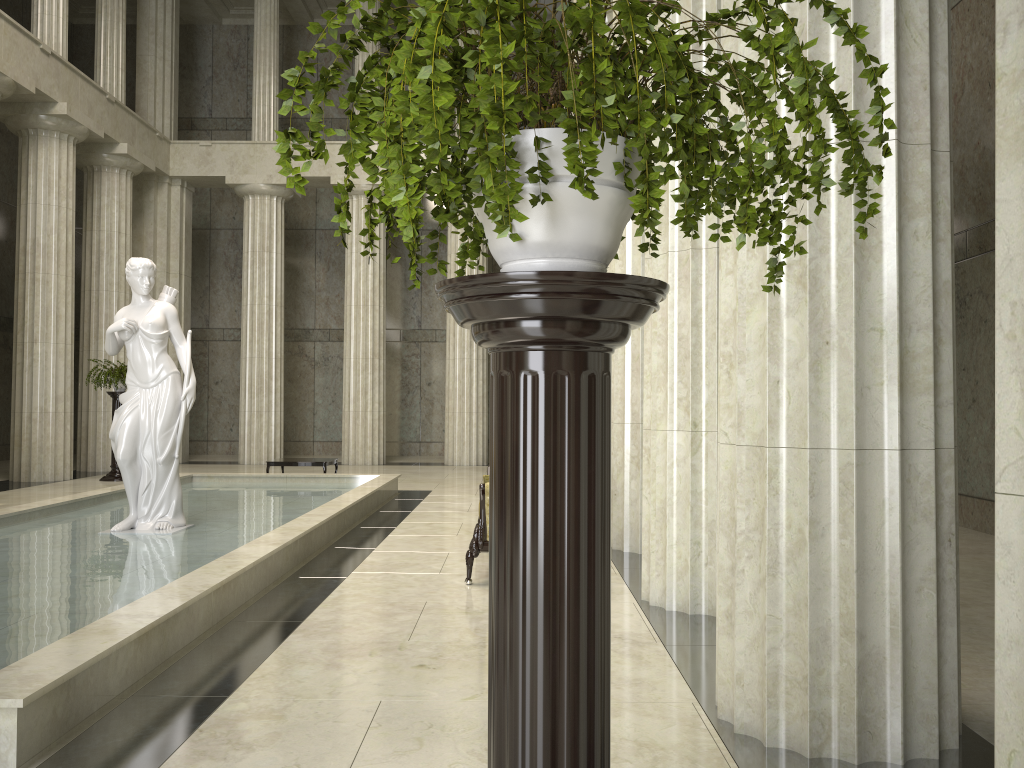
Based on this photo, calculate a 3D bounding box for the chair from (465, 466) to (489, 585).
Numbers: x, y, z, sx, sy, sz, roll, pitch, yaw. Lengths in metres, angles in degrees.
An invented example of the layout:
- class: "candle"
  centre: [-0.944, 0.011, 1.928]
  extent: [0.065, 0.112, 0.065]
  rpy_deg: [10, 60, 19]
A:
- class: "chair"
  centre: [0.105, 1.224, 8.282]
  extent: [0.993, 0.950, 2.172]
  rpy_deg: [0, -1, 0]

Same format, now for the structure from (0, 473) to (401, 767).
- class: "structure"
  centre: [-3.789, 1.635, 9.308]
  extent: [3.754, 0.508, 11.573]
  rpy_deg: [0, -1, 0]

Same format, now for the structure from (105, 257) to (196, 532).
- class: "structure"
  centre: [-3.807, 0.181, 9.317]
  extent: [0.940, 3.044, 0.729]
  rpy_deg: [0, -1, -5]

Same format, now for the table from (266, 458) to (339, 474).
- class: "table"
  centre: [-3.778, 1.619, 16.043]
  extent: [1.134, 0.494, 1.123]
  rpy_deg: [0, -1, -1]

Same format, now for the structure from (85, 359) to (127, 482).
- class: "structure"
  centre: [-7.685, 0.683, 17.329]
  extent: [1.159, 2.386, 1.053]
  rpy_deg: [0, -1, -5]

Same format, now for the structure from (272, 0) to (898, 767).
- class: "structure"
  centre: [0.089, 0.346, 1.653]
  extent: [1.159, 2.386, 1.053]
  rpy_deg: [0, -2, 30]
